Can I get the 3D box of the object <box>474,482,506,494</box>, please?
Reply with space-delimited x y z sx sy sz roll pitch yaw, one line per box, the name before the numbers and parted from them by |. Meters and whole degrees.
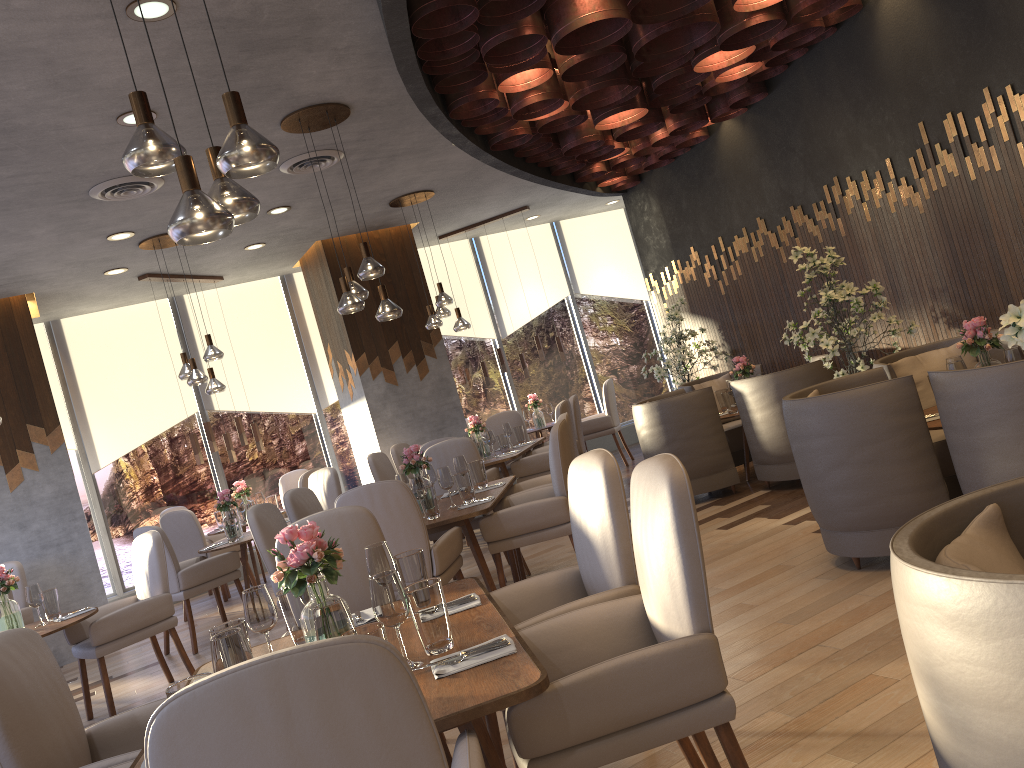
object | -0.167 0.663 5.658 0.255 0.019 0.157 -16 0 7

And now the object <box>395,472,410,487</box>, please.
object | -0.683 0.694 5.692 0.092 0.245 0.092 -17 -1 26

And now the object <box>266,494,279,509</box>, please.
object | -2.390 1.207 8.881 0.102 0.178 0.102 -15 -1 -24

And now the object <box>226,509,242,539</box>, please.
object | -2.243 1.137 7.160 0.092 0.245 0.092 -15 -2 -33

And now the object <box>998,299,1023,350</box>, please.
object | 1.965 -0.073 2.704 0.743 1.618 0.791 -17 -2 40

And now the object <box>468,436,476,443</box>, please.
object | -0.345 0.588 7.891 0.092 0.245 0.092 -15 -1 -24

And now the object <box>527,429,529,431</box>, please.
object | 0.121 0.564 10.620 0.254 0.019 0.158 -16 0 16

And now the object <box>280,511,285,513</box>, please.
object | -2.376 1.286 8.712 0.254 0.019 0.158 -16 0 20

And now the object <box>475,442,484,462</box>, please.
object | -0.302 0.610 7.787 0.102 0.178 0.102 -17 -2 44

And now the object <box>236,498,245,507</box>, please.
object | -2.646 1.246 8.685 0.092 0.245 0.092 -17 -2 37

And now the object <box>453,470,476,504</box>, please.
object | -0.275 0.613 5.253 0.102 0.178 0.102 -16 -1 24

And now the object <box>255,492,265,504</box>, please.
object | -2.500 1.204 8.849 0.092 0.245 0.092 -17 -1 22

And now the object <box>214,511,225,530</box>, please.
object | -2.881 1.347 8.780 0.102 0.178 0.102 -16 -1 12

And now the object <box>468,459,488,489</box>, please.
object | -0.216 0.594 5.824 0.102 0.178 0.102 -15 -1 -26

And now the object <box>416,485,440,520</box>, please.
object | -0.463 0.668 4.971 0.102 0.178 0.102 -16 -1 15

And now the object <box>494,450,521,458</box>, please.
object | -0.050 0.621 7.864 0.254 0.019 0.158 -16 0 17

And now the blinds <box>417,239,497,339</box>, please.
blinds | -1.066 -1.719 11.203 1.177 2.683 0.007 -15 -2 -27

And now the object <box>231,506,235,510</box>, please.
object | -2.791 1.287 8.820 0.092 0.245 0.092 -17 -2 41

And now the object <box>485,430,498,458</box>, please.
object | -0.181 0.541 7.996 0.092 0.245 0.092 -15 -2 -31

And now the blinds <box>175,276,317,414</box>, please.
blinds | -3.139 -0.796 10.057 1.177 2.683 0.007 -15 -2 -27

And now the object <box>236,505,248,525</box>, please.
object | -2.603 1.268 8.581 0.102 0.178 0.102 -17 -2 44

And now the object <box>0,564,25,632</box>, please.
object | -2.982 1.268 5.214 0.209 0.416 0.198 -17 -2 36

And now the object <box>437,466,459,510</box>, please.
object | -0.376 0.608 5.200 0.092 0.245 0.092 -15 -2 -35

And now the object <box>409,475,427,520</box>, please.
object | -0.521 0.650 5.068 0.092 0.245 0.092 -16 -1 -11

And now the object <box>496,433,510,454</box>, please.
object | -0.073 0.544 8.033 0.102 0.178 0.102 -15 -1 -37

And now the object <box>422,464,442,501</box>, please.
object | -0.526 0.648 5.801 0.092 0.245 0.092 -17 -2 29

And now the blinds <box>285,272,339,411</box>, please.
blinds | -2.072 -1.123 10.623 1.177 2.683 0.007 -15 -2 -27

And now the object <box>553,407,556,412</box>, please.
object | 0.564 0.355 10.567 0.102 0.178 0.102 -15 -2 -42

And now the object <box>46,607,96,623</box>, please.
object | -2.619 1.370 5.258 0.256 0.019 0.157 -16 0 -42

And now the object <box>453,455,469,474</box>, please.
object | -0.317 0.589 5.771 0.092 0.245 0.092 -15 -2 -40

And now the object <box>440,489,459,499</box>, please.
object | -0.396 0.728 5.929 0.157 0.019 0.255 -16 0 4

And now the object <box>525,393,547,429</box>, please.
object | 0.288 0.311 10.391 0.209 0.416 0.198 -17 -2 41

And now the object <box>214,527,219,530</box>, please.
object | -2.863 1.424 8.944 0.254 0.019 0.158 -16 0 16

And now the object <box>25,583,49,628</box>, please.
object | -2.808 1.307 5.237 0.092 0.245 0.092 -17 -2 28

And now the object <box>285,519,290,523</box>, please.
object | -1.973 1.176 7.449 0.157 0.019 0.256 -16 0 39

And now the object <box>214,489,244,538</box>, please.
object | -2.341 1.076 7.326 0.209 0.416 0.198 -16 -1 21

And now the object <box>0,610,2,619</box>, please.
object | -2.930 1.343 5.011 0.092 0.245 0.092 -15 -2 -41

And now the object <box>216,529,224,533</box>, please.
object | -2.741 1.391 8.578 0.157 0.019 0.255 -16 0 18

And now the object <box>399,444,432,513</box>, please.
object | -0.574 0.578 5.445 0.209 0.416 0.198 -16 -1 21

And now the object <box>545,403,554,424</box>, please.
object | 0.460 0.351 10.521 0.092 0.245 0.092 -15 -2 -36

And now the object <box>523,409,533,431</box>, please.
object | 0.192 0.427 10.496 0.092 0.245 0.092 -16 -1 -4

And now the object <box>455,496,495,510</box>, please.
object | -0.226 0.683 5.087 0.255 0.019 0.157 -16 0 7

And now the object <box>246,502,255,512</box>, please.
object | -2.157 1.112 7.403 0.092 0.245 0.092 -16 -1 19

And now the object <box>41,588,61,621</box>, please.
object | -2.779 1.332 5.344 0.102 0.178 0.102 -16 -1 -6

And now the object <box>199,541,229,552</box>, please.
object | -2.363 1.289 7.104 0.157 0.019 0.256 -16 0 38

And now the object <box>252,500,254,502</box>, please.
object | -2.681 1.289 9.103 0.102 0.178 0.102 -16 -1 -20

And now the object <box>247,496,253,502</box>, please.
object | -2.666 1.251 8.997 0.092 0.245 0.092 -15 -1 -19

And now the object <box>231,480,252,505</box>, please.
object | -2.674 1.165 8.864 0.210 0.416 0.197 -16 -1 -14

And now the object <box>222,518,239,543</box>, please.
object | -2.235 1.170 7.050 0.102 0.178 0.102 -17 -2 44
